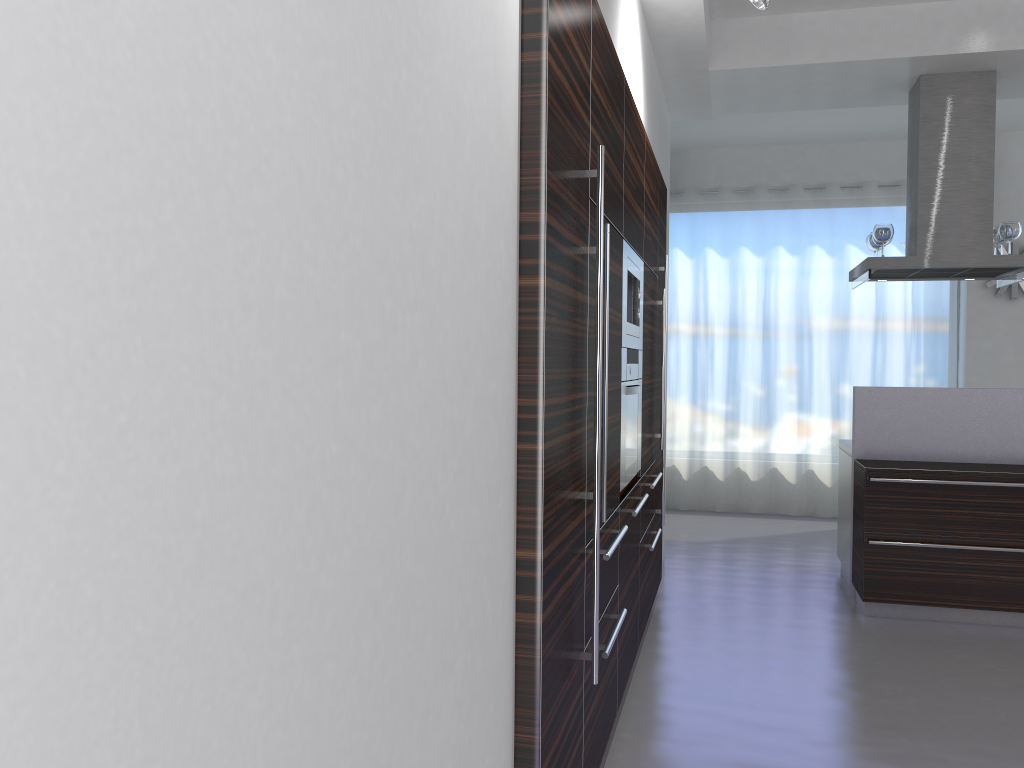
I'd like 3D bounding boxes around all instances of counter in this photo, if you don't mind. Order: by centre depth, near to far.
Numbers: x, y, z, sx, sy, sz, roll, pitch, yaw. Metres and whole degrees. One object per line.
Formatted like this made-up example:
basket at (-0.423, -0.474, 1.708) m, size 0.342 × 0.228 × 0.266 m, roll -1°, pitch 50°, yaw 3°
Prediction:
counter at (3.744, 0.687, 5.244) m, size 3.291 × 1.300 × 1.302 m, roll 1°, pitch 1°, yaw 14°

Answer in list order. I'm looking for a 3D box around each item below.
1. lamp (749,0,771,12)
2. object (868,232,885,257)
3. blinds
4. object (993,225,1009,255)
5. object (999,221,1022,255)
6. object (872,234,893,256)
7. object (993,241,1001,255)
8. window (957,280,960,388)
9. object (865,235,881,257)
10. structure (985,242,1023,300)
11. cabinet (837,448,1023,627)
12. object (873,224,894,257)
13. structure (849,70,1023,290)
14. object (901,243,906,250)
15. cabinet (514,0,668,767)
lamp at (1.252, -1.896, 3.746) m, size 0.171 × 0.511 × 0.605 m, roll -1°, pitch 2°, yaw -44°
object at (2.447, -0.903, 5.924) m, size 0.125 × 0.221 × 0.125 m, roll 2°, pitch 2°, yaw 39°
blinds at (2.457, -0.316, 8.396) m, size 3.245 × 3.112 × 0.120 m, roll 1°, pitch 1°, yaw 14°
object at (3.107, -0.889, 5.622) m, size 0.125 × 0.221 × 0.125 m, roll 2°, pitch 2°, yaw 39°
object at (3.070, -0.886, 5.469) m, size 0.125 × 0.221 × 0.125 m, roll 2°, pitch 2°, yaw 39°
object at (2.411, -0.899, 5.771) m, size 0.125 × 0.221 × 0.125 m, roll 2°, pitch 2°, yaw 39°
object at (3.143, -0.892, 5.765) m, size 0.125 × 0.221 × 0.125 m, roll 2°, pitch 2°, yaw 39°
window at (2.671, -0.505, 8.569) m, size 3.000 × 2.500 × 0.100 m, roll 1°, pitch 1°, yaw 14°
object at (2.483, -0.906, 6.067) m, size 0.125 × 0.221 × 0.125 m, roll 2°, pitch 2°, yaw 39°
structure at (4.408, -0.991, 7.779) m, size 0.505 × 0.505 × 0.076 m, roll 1°, pitch 1°, yaw 14°
cabinet at (3.737, 0.911, 5.240) m, size 3.285 × 0.852 × 1.377 m, roll 1°, pitch 1°, yaw 14°
object at (2.347, -0.896, 5.606) m, size 0.125 × 0.221 × 0.125 m, roll 2°, pitch 2°, yaw 39°
structure at (2.789, -1.271, 5.793) m, size 0.981 × 1.231 × 0.915 m, roll 1°, pitch 1°, yaw 14°
object at (2.748, -0.881, 6.107) m, size 0.137 × 0.174 × 0.137 m, roll 0°, pitch 2°, yaw -21°
cabinet at (0.227, 0.089, 3.778) m, size 0.669 × 2.500 × 3.600 m, roll 1°, pitch 1°, yaw 14°
